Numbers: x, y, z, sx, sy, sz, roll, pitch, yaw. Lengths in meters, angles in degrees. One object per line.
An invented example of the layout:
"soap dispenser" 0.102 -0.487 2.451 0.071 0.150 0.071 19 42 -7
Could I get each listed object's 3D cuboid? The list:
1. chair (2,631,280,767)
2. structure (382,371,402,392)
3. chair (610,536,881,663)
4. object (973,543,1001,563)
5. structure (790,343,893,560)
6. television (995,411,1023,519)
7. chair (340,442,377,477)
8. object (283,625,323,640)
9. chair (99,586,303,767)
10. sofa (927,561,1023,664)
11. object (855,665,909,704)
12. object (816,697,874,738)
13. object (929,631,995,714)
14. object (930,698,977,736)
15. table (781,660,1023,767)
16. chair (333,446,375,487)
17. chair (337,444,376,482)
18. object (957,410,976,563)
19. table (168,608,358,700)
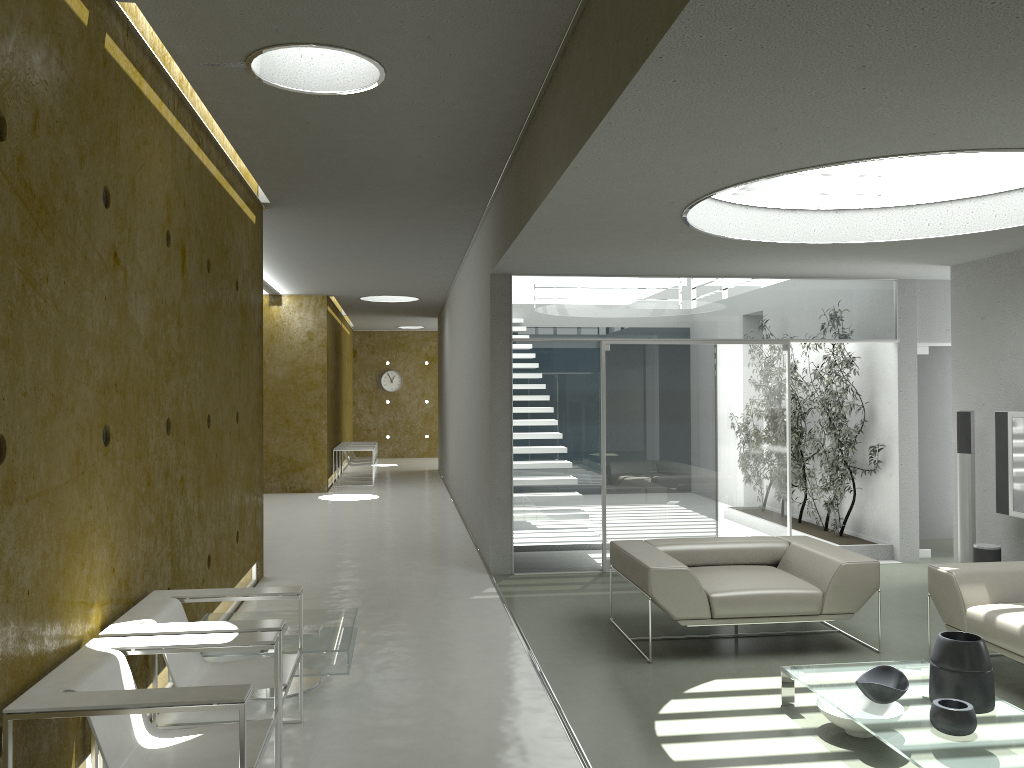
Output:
"chair" -1.233 1.321 3.112 0.710 0.667 0.800 0 -1 -7
"structure" -3.080 -0.070 22.752 0.547 0.539 0.016 0 -1 -7
"chair" 1.490 1.384 5.885 1.481 0.583 1.039 0 -1 -7
"object" 3.568 1.443 6.661 0.175 0.461 0.185 0 -1 -13
"structure" 3.156 0.425 10.129 0.646 2.589 3.371 0 -1 -8
"television" 3.827 0.584 5.940 0.127 0.781 1.603 0 -1 -7
"chair" -3.074 1.515 17.823 0.710 0.667 0.800 0 -1 -7
"object" -1.144 1.362 4.862 0.197 0.029 0.189 0 -1 -7
"chair" -1.339 1.332 3.961 0.710 0.667 0.800 0 -1 -7
"sofa" 3.183 1.349 4.057 1.037 0.585 2.791 0 -1 -7
"object" 1.695 1.389 4.061 0.223 0.125 0.317 -1 -1 30
"object" 1.648 1.591 4.203 0.387 0.124 0.387 0 -1 -35
"object" 2.028 1.293 4.003 0.265 0.309 0.265 0 -1 -24
"object" 1.836 1.389 3.691 0.177 0.113 0.177 0 -1 -26
"table" 1.875 1.548 3.895 0.790 0.200 1.500 0 -1 -7
"chair" -2.861 1.493 16.124 0.710 0.667 0.800 0 -1 -7
"chair" -2.968 1.504 16.973 0.710 0.667 0.800 0 -1 -7
"object" 3.629 0.943 7.067 0.310 1.469 0.310 -1 -1 20
"table" -1.342 1.528 4.967 0.900 0.300 0.900 0 -1 -7
